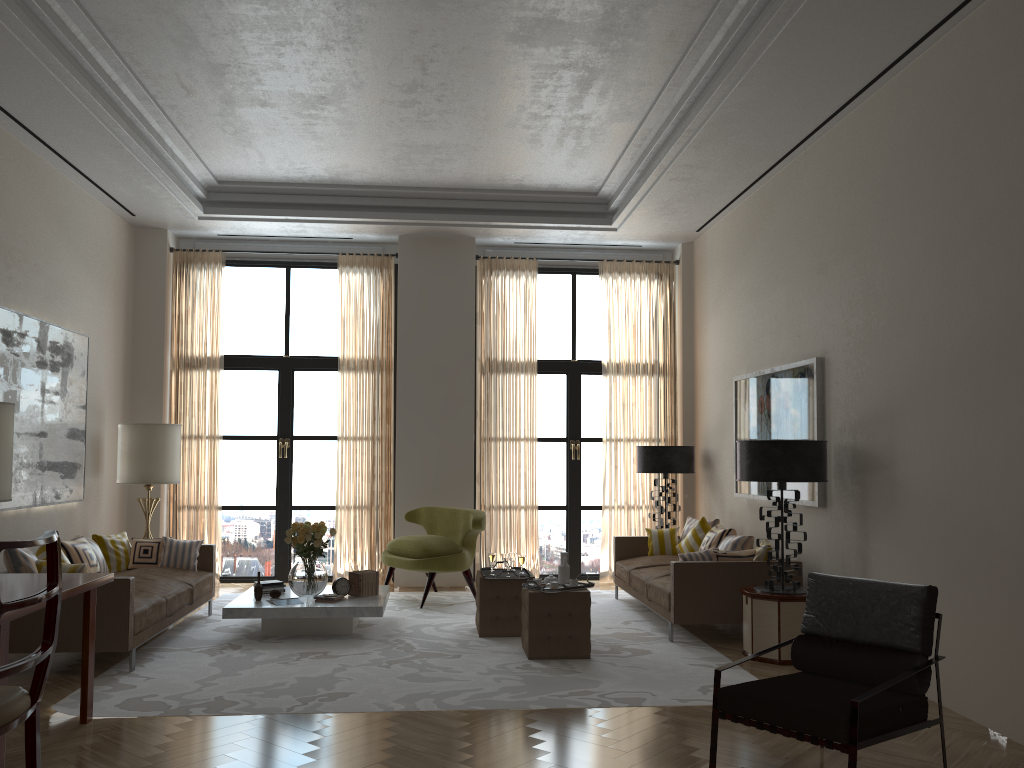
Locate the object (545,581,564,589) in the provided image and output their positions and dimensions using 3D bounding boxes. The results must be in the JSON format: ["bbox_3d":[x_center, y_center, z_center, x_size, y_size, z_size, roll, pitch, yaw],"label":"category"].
[{"bbox_3d":[0.397,1.880,8.277,0.176,0.067,0.176,1,-5,-3],"label":"object"}]

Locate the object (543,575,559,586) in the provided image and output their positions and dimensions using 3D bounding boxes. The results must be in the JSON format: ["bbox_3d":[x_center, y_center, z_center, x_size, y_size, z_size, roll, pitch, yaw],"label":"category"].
[{"bbox_3d":[0.376,1.883,8.521,0.176,0.105,0.136,1,-4,-9],"label":"object"}]

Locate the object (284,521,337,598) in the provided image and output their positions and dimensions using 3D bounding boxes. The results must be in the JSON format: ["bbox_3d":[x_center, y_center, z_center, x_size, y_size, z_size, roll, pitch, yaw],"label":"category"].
[{"bbox_3d":[-2.172,1.896,9.588,0.540,0.820,0.628,1,-4,-9],"label":"object"}]

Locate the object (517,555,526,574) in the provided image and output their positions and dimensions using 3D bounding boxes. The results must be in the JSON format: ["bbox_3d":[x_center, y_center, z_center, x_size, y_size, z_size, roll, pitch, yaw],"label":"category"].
[{"bbox_3d":[0.104,1.920,9.443,0.098,0.191,0.098,-1,-4,21],"label":"object"}]

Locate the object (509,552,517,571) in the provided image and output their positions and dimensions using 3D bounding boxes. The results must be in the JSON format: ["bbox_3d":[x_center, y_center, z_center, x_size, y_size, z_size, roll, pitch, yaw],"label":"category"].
[{"bbox_3d":[0.010,1.941,9.693,0.098,0.191,0.098,-3,-5,42],"label":"object"}]

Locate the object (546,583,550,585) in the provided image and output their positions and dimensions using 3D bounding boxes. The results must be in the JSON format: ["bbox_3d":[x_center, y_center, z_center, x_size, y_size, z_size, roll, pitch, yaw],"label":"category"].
[{"bbox_3d":[0.404,1.897,8.376,0.186,0.026,0.041,0,-4,3],"label":"object"}]

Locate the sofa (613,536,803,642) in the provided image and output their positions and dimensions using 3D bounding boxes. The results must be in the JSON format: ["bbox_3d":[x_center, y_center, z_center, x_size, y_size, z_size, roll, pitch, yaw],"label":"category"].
[{"bbox_3d":[2.130,2.318,10.360,1.351,0.818,2.985,1,-5,-5],"label":"sofa"}]

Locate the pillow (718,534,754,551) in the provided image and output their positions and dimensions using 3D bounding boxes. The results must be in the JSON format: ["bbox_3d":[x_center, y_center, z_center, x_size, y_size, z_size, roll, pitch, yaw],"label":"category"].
[{"bbox_3d":[2.522,1.998,10.160,0.371,0.565,0.661,1,-4,-10],"label":"pillow"}]

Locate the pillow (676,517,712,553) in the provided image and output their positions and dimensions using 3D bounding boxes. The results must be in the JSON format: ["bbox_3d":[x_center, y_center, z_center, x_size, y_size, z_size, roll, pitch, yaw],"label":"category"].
[{"bbox_3d":[2.354,1.972,11.102,0.767,0.616,0.356,-3,-5,39],"label":"pillow"}]

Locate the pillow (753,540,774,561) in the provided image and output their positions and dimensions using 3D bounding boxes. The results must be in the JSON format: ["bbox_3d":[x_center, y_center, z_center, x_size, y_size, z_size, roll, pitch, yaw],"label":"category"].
[{"bbox_3d":[2.590,1.892,9.296,0.296,0.475,0.516,-1,-4,16],"label":"pillow"}]

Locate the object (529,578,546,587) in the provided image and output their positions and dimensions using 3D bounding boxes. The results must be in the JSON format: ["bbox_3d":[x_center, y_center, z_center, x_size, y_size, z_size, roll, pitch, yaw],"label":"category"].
[{"bbox_3d":[0.242,1.877,8.389,0.176,0.067,0.176,3,-5,-29],"label":"object"}]

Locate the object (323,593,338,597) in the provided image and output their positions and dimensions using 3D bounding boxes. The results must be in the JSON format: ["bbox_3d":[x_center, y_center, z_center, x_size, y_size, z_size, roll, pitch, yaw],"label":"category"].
[{"bbox_3d":[-1.908,2.216,9.311,0.139,0.019,0.137,2,-5,-21],"label":"object"}]

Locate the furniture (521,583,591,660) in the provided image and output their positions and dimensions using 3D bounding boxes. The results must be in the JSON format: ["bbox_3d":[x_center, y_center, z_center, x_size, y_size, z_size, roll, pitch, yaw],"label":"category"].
[{"bbox_3d":[0.412,2.244,8.424,0.613,0.615,0.615,1,-4,-5],"label":"furniture"}]

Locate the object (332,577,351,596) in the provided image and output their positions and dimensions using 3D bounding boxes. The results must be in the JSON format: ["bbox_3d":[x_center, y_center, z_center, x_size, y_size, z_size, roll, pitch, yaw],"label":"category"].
[{"bbox_3d":[-1.837,2.188,9.549,0.205,0.208,0.082,4,-5,-44],"label":"object"}]

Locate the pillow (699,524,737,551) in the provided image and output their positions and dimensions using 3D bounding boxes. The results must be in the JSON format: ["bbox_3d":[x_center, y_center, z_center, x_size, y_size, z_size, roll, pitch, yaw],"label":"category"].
[{"bbox_3d":[2.429,1.964,10.537,0.403,0.546,0.618,0,-4,-2],"label":"pillow"}]

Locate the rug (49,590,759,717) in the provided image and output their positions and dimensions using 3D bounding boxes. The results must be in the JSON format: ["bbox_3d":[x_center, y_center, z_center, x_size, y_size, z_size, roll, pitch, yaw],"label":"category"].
[{"bbox_3d":[-0.868,2.586,9.316,5.518,0.065,5.742,1,-5,-5],"label":"rug"}]

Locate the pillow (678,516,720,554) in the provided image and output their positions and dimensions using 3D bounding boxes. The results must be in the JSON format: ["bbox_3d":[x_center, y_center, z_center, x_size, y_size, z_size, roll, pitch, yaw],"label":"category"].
[{"bbox_3d":[2.397,2.021,11.503,0.355,0.575,0.624,2,-4,-26],"label":"pillow"}]

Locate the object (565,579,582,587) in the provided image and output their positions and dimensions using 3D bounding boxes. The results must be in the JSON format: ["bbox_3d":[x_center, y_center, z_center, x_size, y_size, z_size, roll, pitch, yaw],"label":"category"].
[{"bbox_3d":[0.590,1.897,8.446,0.176,0.067,0.176,1,-5,-6],"label":"object"}]

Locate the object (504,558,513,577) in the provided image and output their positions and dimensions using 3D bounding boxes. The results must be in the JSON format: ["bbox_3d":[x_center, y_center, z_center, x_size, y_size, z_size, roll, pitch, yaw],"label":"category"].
[{"bbox_3d":[-0.039,1.895,9.148,0.098,0.191,0.098,1,-3,-5],"label":"object"}]

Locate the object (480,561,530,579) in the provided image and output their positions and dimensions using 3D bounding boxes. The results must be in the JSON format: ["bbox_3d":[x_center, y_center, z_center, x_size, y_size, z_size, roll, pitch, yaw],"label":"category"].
[{"bbox_3d":[-0.076,1.977,9.428,0.491,0.091,0.803,1,-5,-5],"label":"object"}]

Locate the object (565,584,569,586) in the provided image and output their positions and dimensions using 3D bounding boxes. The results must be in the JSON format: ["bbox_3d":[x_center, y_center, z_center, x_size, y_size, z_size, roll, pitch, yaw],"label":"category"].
[{"bbox_3d":[0.565,1.923,8.507,0.041,0.015,0.187,-3,-6,36],"label":"object"}]

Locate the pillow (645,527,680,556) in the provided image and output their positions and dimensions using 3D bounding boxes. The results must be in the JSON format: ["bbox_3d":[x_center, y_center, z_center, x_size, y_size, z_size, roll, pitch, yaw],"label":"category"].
[{"bbox_3d":[1.989,2.090,11.614,0.482,0.432,0.318,0,-4,5],"label":"pillow"}]

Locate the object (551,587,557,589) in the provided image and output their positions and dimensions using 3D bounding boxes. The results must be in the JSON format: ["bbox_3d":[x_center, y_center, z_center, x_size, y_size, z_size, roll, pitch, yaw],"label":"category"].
[{"bbox_3d":[0.388,1.892,8.176,0.053,0.025,0.049,1,-4,-3],"label":"object"}]

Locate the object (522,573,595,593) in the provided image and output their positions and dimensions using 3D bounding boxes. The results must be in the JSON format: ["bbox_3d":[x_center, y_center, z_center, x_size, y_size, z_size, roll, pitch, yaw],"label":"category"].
[{"bbox_3d":[0.443,1.888,8.443,0.721,0.101,0.441,4,-6,-41],"label":"object"}]

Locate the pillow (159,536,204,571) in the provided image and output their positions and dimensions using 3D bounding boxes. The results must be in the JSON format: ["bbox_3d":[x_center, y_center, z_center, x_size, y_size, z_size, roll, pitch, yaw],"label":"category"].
[{"bbox_3d":[-3.782,1.958,10.117,0.498,0.427,0.327,2,-4,-17],"label":"pillow"}]

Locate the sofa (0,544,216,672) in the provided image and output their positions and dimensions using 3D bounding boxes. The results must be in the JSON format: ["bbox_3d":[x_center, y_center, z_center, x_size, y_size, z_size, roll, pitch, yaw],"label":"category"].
[{"bbox_3d":[-4.016,2.168,8.905,1.351,0.818,2.985,1,-5,-5],"label":"sofa"}]

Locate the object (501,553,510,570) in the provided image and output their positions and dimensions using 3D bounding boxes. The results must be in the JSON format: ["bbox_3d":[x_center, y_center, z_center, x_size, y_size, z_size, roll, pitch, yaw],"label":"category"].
[{"bbox_3d":[-0.073,1.931,9.577,0.098,0.191,0.098,1,-3,-5],"label":"object"}]

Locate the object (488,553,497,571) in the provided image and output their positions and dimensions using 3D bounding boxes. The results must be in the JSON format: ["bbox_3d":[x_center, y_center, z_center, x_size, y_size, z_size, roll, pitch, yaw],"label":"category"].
[{"bbox_3d":[-0.217,1.935,9.636,0.098,0.191,0.098,2,-4,-22],"label":"object"}]

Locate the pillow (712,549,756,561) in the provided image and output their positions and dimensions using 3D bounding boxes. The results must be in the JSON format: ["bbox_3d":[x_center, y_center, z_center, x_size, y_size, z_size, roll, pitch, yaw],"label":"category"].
[{"bbox_3d":[2.266,1.913,9.177,0.464,0.411,0.304,1,-4,-7],"label":"pillow"}]

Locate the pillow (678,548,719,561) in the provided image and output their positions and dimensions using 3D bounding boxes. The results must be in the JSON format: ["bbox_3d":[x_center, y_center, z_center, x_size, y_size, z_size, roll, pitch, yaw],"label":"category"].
[{"bbox_3d":[1.898,1.908,9.181,0.498,0.427,0.327,2,-4,-17],"label":"pillow"}]

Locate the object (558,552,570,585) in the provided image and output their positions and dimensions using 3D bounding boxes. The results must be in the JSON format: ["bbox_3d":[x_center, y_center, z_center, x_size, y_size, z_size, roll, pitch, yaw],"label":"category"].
[{"bbox_3d":[0.502,1.792,8.626,0.113,0.305,0.126,-2,-4,32],"label":"object"}]

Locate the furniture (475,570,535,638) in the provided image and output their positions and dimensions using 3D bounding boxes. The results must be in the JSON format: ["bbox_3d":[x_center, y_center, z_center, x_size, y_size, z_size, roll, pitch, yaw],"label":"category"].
[{"bbox_3d":[-0.073,2.323,9.414,0.613,0.615,0.615,1,-4,-5],"label":"furniture"}]

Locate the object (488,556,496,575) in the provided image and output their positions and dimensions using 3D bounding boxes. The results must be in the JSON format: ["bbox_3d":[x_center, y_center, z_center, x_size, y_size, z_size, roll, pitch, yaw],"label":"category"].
[{"bbox_3d":[-0.211,1.906,9.289,0.098,0.191,0.098,-1,-4,21],"label":"object"}]
